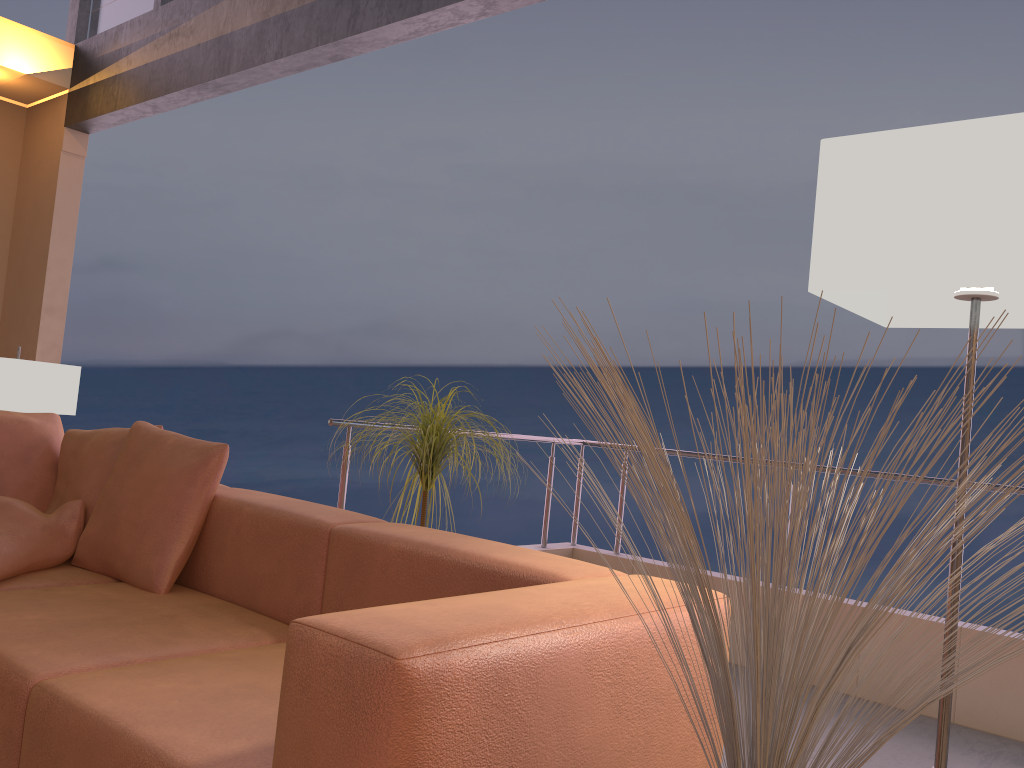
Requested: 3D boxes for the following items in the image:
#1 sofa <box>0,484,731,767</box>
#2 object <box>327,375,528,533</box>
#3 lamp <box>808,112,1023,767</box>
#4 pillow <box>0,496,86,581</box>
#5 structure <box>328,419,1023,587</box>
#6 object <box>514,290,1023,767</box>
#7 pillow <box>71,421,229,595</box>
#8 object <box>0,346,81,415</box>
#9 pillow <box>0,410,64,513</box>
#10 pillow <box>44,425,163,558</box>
[{"bbox_3d":[-0.920,0.629,2.277,2.781,0.672,0.943,4,-3,40],"label":"sofa"},{"bbox_3d":[-0.324,0.518,3.160,0.703,1.088,0.729,5,-3,9],"label":"object"},{"bbox_3d":[0.802,0.306,1.599,0.454,1.578,0.454,4,-3,40],"label":"lamp"},{"bbox_3d":[-1.586,0.398,2.557,0.517,0.292,0.514,5,-3,9],"label":"pillow"},{"bbox_3d":[1.369,0.574,2.654,4.176,0.541,1.663,4,-3,40],"label":"structure"},{"bbox_3d":[0.347,0.263,1.046,0.700,0.634,0.703,6,-3,-4],"label":"object"},{"bbox_3d":[-1.066,0.355,2.632,0.470,0.468,0.211,4,-3,35],"label":"pillow"},{"bbox_3d":[-2.094,0.241,3.681,0.344,0.799,0.344,5,-3,19],"label":"object"},{"bbox_3d":[-1.711,0.309,2.935,0.314,0.455,0.519,4,-3,36],"label":"pillow"},{"bbox_3d":[-1.363,0.335,2.887,0.492,0.446,0.255,5,-3,23],"label":"pillow"}]
